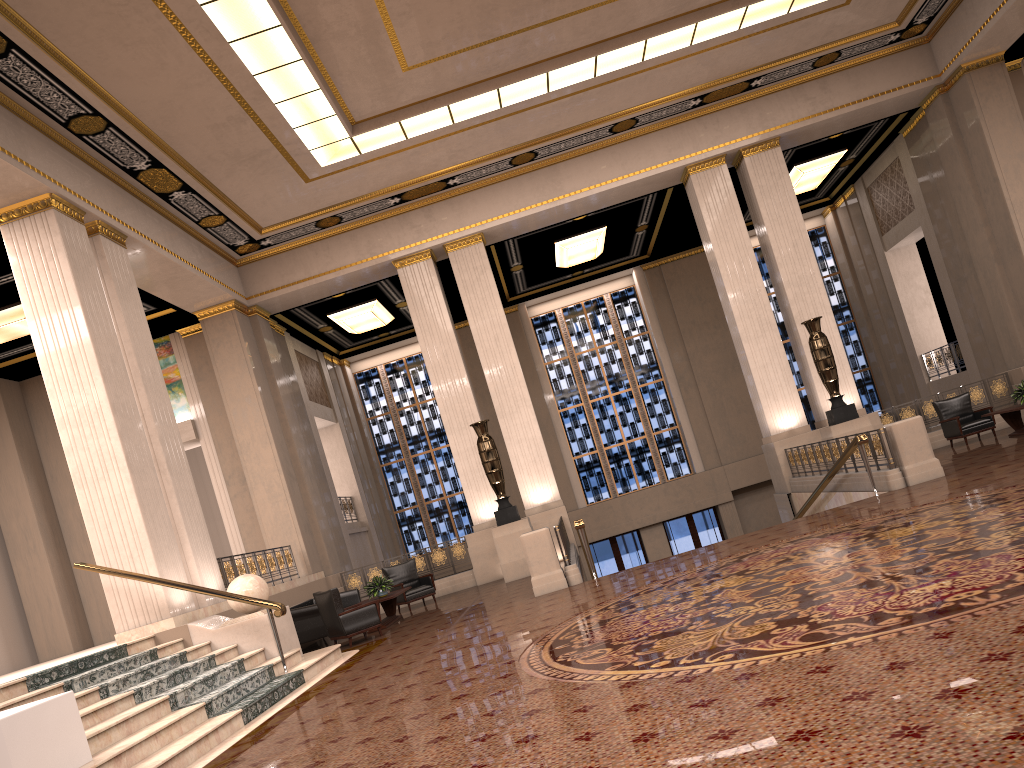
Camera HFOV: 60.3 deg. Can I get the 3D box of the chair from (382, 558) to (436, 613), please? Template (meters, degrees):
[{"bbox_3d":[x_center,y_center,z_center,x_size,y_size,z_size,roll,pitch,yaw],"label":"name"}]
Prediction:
[{"bbox_3d":[-1.789,3.535,15.533,0.639,0.840,0.731,-14,-5,-33],"label":"chair"}]

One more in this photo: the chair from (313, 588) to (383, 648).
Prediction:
[{"bbox_3d":[-2.269,3.205,12.275,0.707,0.840,0.661,-14,-5,-37],"label":"chair"}]

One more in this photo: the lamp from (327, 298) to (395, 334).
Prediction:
[{"bbox_3d":[-3.455,-1.505,20.447,1.169,0.213,2.030,-17,-8,2],"label":"lamp"}]

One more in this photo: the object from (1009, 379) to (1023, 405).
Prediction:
[{"bbox_3d":[7.742,0.107,13.260,0.511,0.374,0.519,-21,-7,35],"label":"object"}]

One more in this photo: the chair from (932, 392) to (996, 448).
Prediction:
[{"bbox_3d":[7.700,0.584,14.963,0.647,0.840,0.723,-17,-4,-3],"label":"chair"}]

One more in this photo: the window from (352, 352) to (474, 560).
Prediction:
[{"bbox_3d":[-2.203,1.828,24.136,2.993,5.340,0.069,-17,-2,3],"label":"window"}]

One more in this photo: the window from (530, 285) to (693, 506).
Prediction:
[{"bbox_3d":[2.671,0.312,23.841,2.993,5.340,0.069,-17,-2,3],"label":"window"}]

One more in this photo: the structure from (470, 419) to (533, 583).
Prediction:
[{"bbox_3d":[-0.158,1.996,15.334,0.701,2.778,0.702,-17,-2,2],"label":"structure"}]

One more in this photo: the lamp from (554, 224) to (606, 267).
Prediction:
[{"bbox_3d":[1.569,-3.068,20.143,1.169,0.213,2.030,-17,-8,2],"label":"lamp"}]

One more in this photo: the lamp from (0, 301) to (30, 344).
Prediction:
[{"bbox_3d":[-8.347,-0.907,14.410,1.719,0.213,1.176,-17,-8,3],"label":"lamp"}]

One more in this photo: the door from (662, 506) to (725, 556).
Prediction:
[{"bbox_3d":[5.016,4.684,23.170,1.494,2.714,0.155,-17,-2,3],"label":"door"}]

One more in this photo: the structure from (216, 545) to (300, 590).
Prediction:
[{"bbox_3d":[-4.042,2.977,14.066,0.032,0.620,3.720,-17,-8,1],"label":"structure"}]

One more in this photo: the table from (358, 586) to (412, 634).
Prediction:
[{"bbox_3d":[-2.049,3.579,13.862,0.840,0.433,1.485,-17,-7,2],"label":"table"}]

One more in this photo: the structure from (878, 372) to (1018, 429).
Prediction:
[{"bbox_3d":[7.971,0.468,16.228,2.539,0.652,0.032,-17,-2,3],"label":"structure"}]

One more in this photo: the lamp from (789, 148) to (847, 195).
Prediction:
[{"bbox_3d":[6.679,-4.657,19.833,1.169,0.213,2.030,-17,-8,2],"label":"lamp"}]

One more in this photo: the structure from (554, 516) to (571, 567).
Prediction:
[{"bbox_3d":[0.825,2.382,13.764,0.079,0.533,4.969,-17,-8,2],"label":"structure"}]

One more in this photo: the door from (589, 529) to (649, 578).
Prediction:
[{"bbox_3d":[3.022,5.304,23.290,1.494,2.714,0.155,-17,-2,3],"label":"door"}]

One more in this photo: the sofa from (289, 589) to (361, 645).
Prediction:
[{"bbox_3d":[-2.965,3.725,13.922,0.876,0.702,1.935,-17,-7,2],"label":"sofa"}]

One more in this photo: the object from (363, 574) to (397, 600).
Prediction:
[{"bbox_3d":[-2.078,3.146,13.753,0.511,0.374,0.519,-21,-7,35],"label":"object"}]

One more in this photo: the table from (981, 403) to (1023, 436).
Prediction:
[{"bbox_3d":[7.874,0.493,13.261,0.840,0.433,1.485,-17,-7,2],"label":"table"}]

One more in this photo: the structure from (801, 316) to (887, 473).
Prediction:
[{"bbox_3d":[5.505,0.235,14.991,0.701,2.778,0.702,-17,-2,2],"label":"structure"}]

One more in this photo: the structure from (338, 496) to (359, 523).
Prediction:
[{"bbox_3d":[-3.930,2.946,20.541,0.031,0.663,2.170,-17,-7,1],"label":"structure"}]

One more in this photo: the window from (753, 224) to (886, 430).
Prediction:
[{"bbox_3d":[7.714,-1.256,23.536,2.993,5.340,0.069,-17,-2,3],"label":"window"}]

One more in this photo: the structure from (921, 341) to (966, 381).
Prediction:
[{"bbox_3d":[9.694,-0.514,19.707,0.031,0.663,2.170,-17,-7,1],"label":"structure"}]

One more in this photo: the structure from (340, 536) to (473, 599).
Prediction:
[{"bbox_3d":[-2.004,3.571,16.832,2.539,0.652,0.032,-17,-2,3],"label":"structure"}]

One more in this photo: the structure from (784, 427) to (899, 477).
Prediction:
[{"bbox_3d":[4.868,1.125,13.519,0.079,0.533,4.972,-17,-8,1],"label":"structure"}]
